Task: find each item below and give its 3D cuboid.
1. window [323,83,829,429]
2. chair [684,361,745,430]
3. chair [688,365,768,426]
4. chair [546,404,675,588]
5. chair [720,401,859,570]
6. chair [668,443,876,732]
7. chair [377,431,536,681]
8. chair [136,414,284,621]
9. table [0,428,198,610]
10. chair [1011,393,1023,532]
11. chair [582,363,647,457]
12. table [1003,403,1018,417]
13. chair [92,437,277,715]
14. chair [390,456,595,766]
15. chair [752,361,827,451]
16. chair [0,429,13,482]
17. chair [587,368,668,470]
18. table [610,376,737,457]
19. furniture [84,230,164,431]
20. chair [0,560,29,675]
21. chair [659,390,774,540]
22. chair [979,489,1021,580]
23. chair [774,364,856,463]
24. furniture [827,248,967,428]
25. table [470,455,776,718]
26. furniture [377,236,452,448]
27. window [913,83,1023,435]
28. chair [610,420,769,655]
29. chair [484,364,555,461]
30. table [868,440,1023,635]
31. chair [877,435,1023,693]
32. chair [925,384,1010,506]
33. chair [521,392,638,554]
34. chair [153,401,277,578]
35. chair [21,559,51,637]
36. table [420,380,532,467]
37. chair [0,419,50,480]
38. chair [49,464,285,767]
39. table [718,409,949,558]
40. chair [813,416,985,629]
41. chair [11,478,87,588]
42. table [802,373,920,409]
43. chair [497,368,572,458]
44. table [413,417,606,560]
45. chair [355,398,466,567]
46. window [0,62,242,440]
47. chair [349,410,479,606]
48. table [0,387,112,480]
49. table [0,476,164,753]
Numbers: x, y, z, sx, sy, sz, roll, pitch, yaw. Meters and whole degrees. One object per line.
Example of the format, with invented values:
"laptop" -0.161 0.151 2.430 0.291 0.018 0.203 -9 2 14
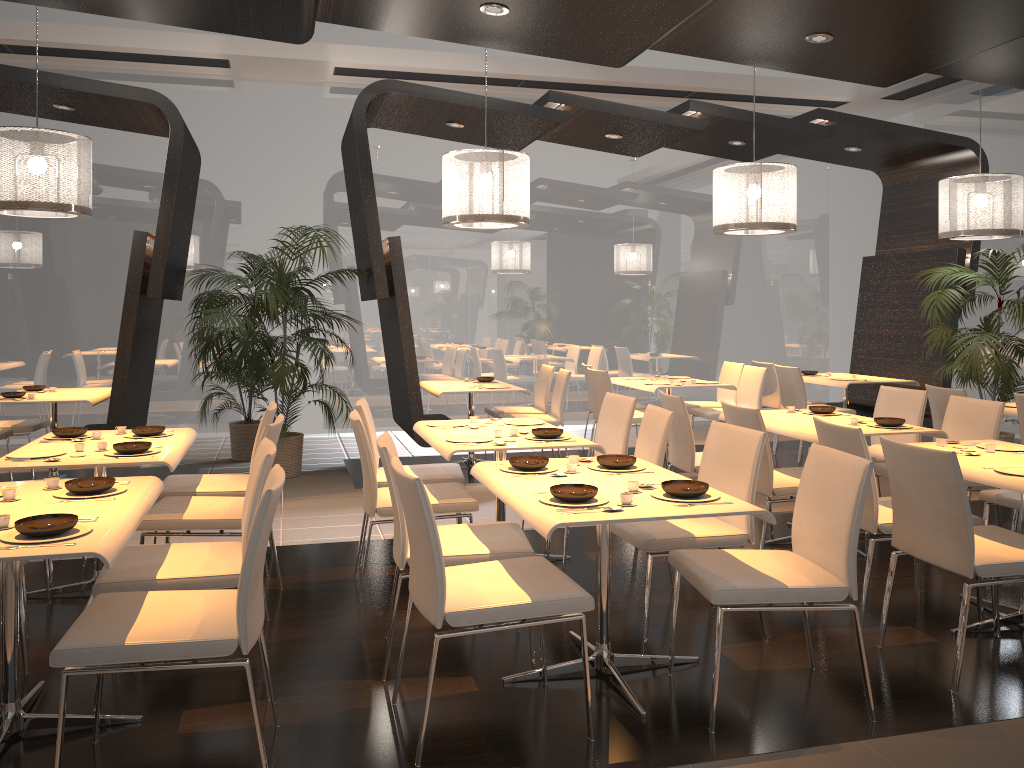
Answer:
"window" 1.007 -1.493 10.507 6.579 3.979 0.070 -1 0 -15
"chair" 1.952 0.225 8.752 0.605 0.873 0.484 0 1 -12
"chair" 1.990 0.276 8.106 0.605 0.869 0.484 0 1 -12
"chair" 0.512 0.566 4.598 0.605 0.873 0.484 0 1 -7
"chair" 1.500 0.543 4.873 0.605 0.873 0.484 0 1 -12
"chair" 0.922 0.681 3.162 0.605 0.869 0.484 0 1 -7
"chair" -0.238 0.649 3.556 0.605 0.869 0.484 0 1 -7
"chair" -1.383 0.601 4.129 0.605 0.869 0.484 0 1 -7
"table" -2.012 0.661 4.325 0.800 0.725 1.150 -1 3 -15
"chair" 3.453 0.501 5.387 0.605 0.873 0.484 0 1 -17
"chair" 0.988 0.240 8.536 0.605 0.869 0.484 0 1 -7
"table" 3.815 0.540 5.805 0.800 0.725 1.150 -1 3 -15
"chair" -1.185 0.674 3.272 0.605 0.873 0.484 0 1 -17
"chair" -0.094 0.696 2.974 0.605 0.869 0.484 -1 1 -17
"chair" 2.795 0.204 8.980 0.605 0.869 0.484 0 1 -12
"chair" -4.099 0.404 6.538 0.605 0.869 0.484 0 1 -12
"chair" 1.003 0.300 7.835 0.605 0.873 0.484 0 1 -17
"table" 1.471 0.335 8.308 0.800 0.725 1.150 -1 3 -15
"furniture" -3.212 -0.338 7.075 0.757 1.674 1.404 0 2 -15
"chair" -2.111 0.686 3.097 0.605 0.869 0.484 0 1 -7
"chair" 1.247 0.488 5.514 0.605 0.869 0.484 0 1 -7
"chair" 2.729 0.587 4.345 0.605 0.873 0.484 0 1 -17
"chair" 2.833 0.259 8.334 0.605 0.873 0.484 0 1 -12
"furniture" 3.721 -0.485 8.871 0.757 1.674 1.404 0 2 -15
"table" 0.349 0.739 3.377 0.800 0.725 1.150 -1 3 -15
"furniture" -0.784 -0.390 7.704 0.757 1.674 1.404 0 2 -15
"window" 5.704 -1.264 7.725 0.070 3.973 6.597 0 3 -15
"chair" 0.743 0.628 3.830 0.605 0.873 0.484 0 1 -17
"chair" 0.082 0.266 8.248 0.605 0.873 0.484 0 1 -12
"table" 2.260 0.699 3.872 0.800 0.725 1.150 -1 3 -15
"chair" 1.818 0.658 3.468 0.605 0.873 0.484 0 1 -12
"chair" 3.186 0.451 6.001 0.605 0.873 0.484 0 1 -7
"chair" 0.407 0.507 5.285 0.605 0.869 0.484 -1 1 -17
"chair" -1.570 0.552 4.729 0.605 0.869 0.484 0 1 -12
"chair" -2.401 0.622 3.872 0.605 0.869 0.484 -1 1 -17
"table" -0.361 0.372 7.845 0.800 0.725 1.150 -1 3 -15
"chair" -4.138 0.351 7.184 0.605 0.869 0.484 0 1 -12
"chair" -0.998 0.723 2.672 0.605 0.873 0.484 0 1 -12
"table" 1.999 0.577 5.350 1.053 0.725 1.150 -1 4 -15
"chair" 1.752 0.607 4.090 0.605 0.873 0.484 0 1 -7
"chair" -2.586 0.568 4.539 0.605 0.869 0.484 0 1 -7
"table" 3.314 0.296 8.779 0.800 0.725 1.150 -1 3 -15
"chair" 0.199 0.315 7.622 0.605 0.869 0.484 0 1 -7
"table" -0.061 0.621 4.812 0.800 0.725 1.150 -1 3 -15
"chair" -0.582 0.528 5.021 0.605 0.869 0.484 0 1 -7
"window" -5.963 -1.346 8.701 6.579 3.979 0.070 -1 0 -15
"chair" -0.504 0.579 4.408 0.605 0.869 0.484 0 1 -12
"table" -3.619 0.443 6.982 0.800 0.725 1.150 -1 3 -15
"table" -1.627 0.780 2.869 0.800 0.725 1.150 -1 3 -15
